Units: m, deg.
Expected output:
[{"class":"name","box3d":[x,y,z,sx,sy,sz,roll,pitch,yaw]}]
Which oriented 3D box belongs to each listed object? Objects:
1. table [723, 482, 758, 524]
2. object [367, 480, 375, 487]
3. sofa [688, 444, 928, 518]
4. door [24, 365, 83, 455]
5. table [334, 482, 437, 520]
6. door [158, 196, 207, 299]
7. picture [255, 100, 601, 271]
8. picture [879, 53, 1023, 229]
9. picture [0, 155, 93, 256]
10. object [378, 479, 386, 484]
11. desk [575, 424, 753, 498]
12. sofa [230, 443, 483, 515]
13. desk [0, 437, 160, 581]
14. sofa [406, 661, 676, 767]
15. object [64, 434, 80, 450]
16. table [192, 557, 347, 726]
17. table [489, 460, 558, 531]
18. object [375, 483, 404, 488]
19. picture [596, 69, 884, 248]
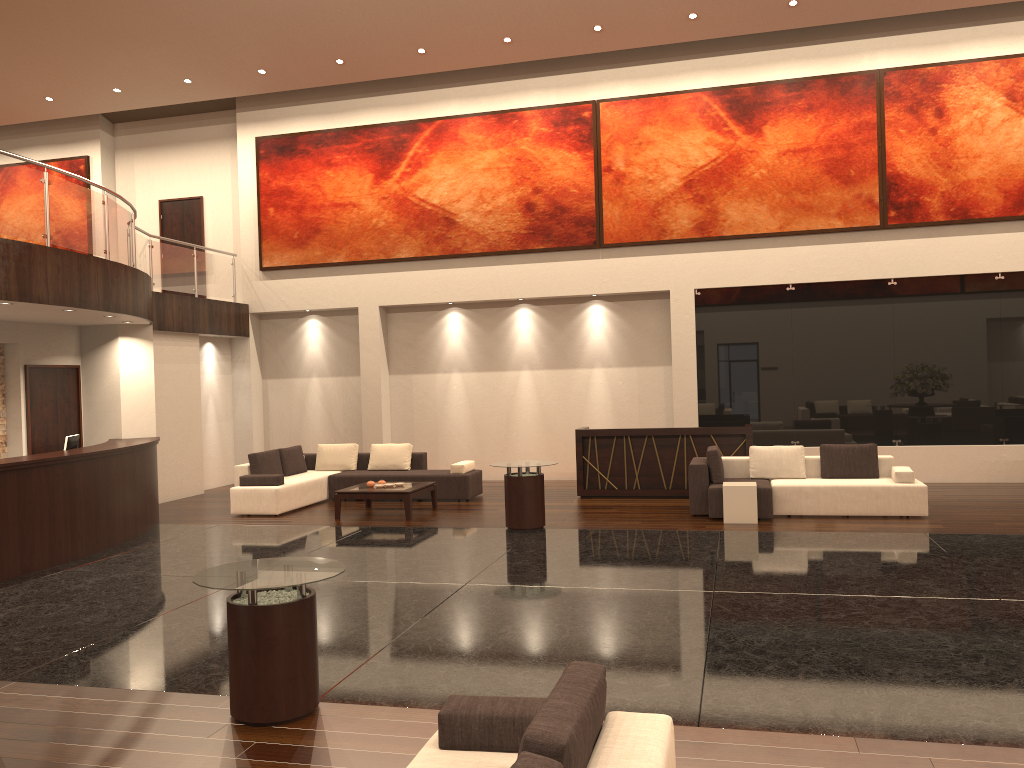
[{"class":"table","box3d":[2.824,1.466,10.979,0.400,0.460,0.400,-2,0,14]},{"class":"object","box3d":[-1.993,1.405,12.527,0.119,0.106,0.119,-2,0,38]},{"class":"sofa","box3d":[3.740,1.233,11.420,2.846,0.862,1.291,-2,0,14]},{"class":"door","box3d":[-6.296,0.854,12.221,0.104,2.232,0.990,-2,0,14]},{"class":"table","box3d":[-1.762,1.639,12.540,1.100,0.380,1.100,-2,0,14]},{"class":"door","box3d":[-6.570,-2.592,17.708,0.990,2.232,0.104,-2,0,14]},{"class":"picture","box3d":[-1.667,-3.500,15.995,6.485,2.526,0.070,-2,0,14]},{"class":"picture","box3d":[8.046,-3.788,13.507,4.515,2.526,0.070,-2,0,14]},{"class":"picture","box3d":[-10.611,-3.235,18.287,4.515,2.526,0.070,-2,0,14]},{"class":"object","box3d":[-1.846,1.400,12.575,0.119,0.106,0.119,-2,0,-4]},{"class":"desk","box3d":[2.325,1.172,13.508,2.606,1.043,0.700,-2,0,14]},{"class":"sofa","box3d":[-2.354,1.409,13.596,3.366,0.862,2.586,-2,0,14]},{"class":"desk","box3d":[-5.725,1.385,9.370,1.674,1.171,7.146,-2,0,16]},{"class":"sofa","box3d":[-1.241,1.443,2.750,3.366,0.862,2.586,-2,0,14]},{"class":"object","box3d":[-5.363,0.871,10.828,0.189,0.485,0.483,-2,0,-11]},{"class":"table","box3d":[-1.359,1.464,5.046,0.833,0.795,0.844,-2,0,-37]},{"class":"table","box3d":[0.156,1.379,10.971,0.833,0.795,0.844,-2,0,-37]},{"class":"object","box3d":[-1.728,1.430,12.511,0.437,0.040,0.154,-2,0,-30]},{"class":"picture","box3d":[3.671,-3.658,14.628,4.515,2.526,0.070,-2,0,14]}]
